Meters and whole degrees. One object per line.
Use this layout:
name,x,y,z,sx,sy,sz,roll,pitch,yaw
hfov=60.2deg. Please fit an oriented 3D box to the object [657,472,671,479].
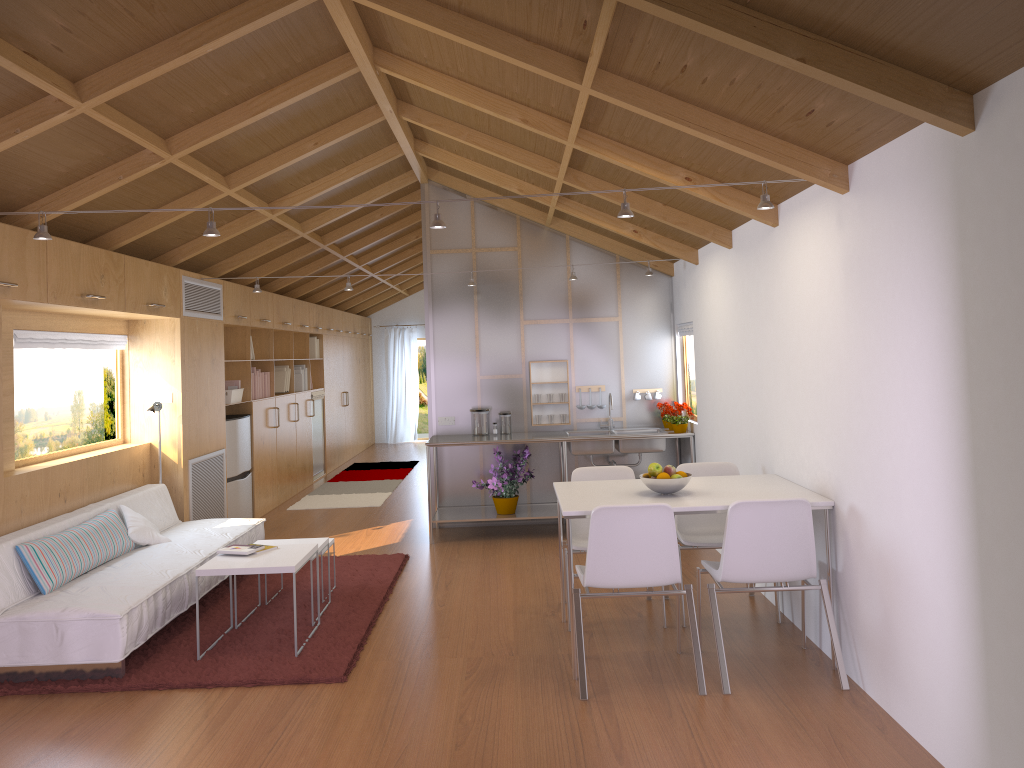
object,0.725,0.457,4.226,0.068,0.068,0.067,-2,0,-24

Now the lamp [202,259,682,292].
lamp,-0.526,-0.843,6.969,3.828,0.153,0.072,-2,-2,0

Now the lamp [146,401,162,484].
lamp,-2.502,0.723,6.298,0.183,1.201,0.253,-1,-3,-24

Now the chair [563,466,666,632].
chair,0.532,0.872,4.870,0.531,0.788,0.545,-2,-1,0

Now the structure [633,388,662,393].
structure,1.158,0.059,7.532,0.250,0.032,0.041,-2,0,0

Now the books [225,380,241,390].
books,-2.523,0.064,7.942,0.150,0.193,0.088,-2,-2,0

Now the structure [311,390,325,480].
structure,-2.527,0.625,10.955,0.315,1.082,0.724,-2,-1,0

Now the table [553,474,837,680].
table,0.841,0.899,4.352,1.209,0.745,0.897,-2,0,0

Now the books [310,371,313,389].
books,-2.537,-0.076,10.766,0.175,0.297,0.279,-2,0,0

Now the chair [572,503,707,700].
chair,0.532,0.902,3.963,0.531,0.788,0.545,-2,-1,0

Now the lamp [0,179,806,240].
lamp,-0.523,-0.737,3.780,3.828,0.153,0.072,-2,-2,0

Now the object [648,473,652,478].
object,0.706,0.446,4.362,0.068,0.068,0.067,-2,0,-24

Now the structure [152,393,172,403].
structure,-2.556,0.102,6.459,0.142,0.071,0.011,-2,-2,0

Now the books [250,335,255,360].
books,-2.549,-0.370,8.359,0.175,0.297,0.279,-2,0,0

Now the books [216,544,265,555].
books,-1.430,0.872,4.659,0.193,0.016,0.152,-1,2,19

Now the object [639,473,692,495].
object,0.747,0.488,4.289,0.254,0.091,0.255,-1,2,42

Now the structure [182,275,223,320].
structure,-2.440,-0.669,6.989,0.013,0.301,0.902,-2,1,0

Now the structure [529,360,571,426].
structure,0.322,0.076,7.513,0.328,0.547,0.076,-2,-3,0

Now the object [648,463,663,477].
object,0.691,0.414,4.267,0.070,0.069,0.077,-2,0,0

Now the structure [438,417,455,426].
structure,-0.558,0.316,7.536,0.142,0.071,0.011,-2,-2,0

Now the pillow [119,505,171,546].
pillow,-2.277,0.871,5.474,0.267,0.252,0.345,-2,0,-36

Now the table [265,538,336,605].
table,-1.293,1.145,5.423,0.342,0.309,0.369,-2,0,0

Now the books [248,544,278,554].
books,-1.378,0.884,4.727,0.193,0.016,0.152,-1,2,29

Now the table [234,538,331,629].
table,-1.294,1.121,5.024,0.424,0.384,0.458,-2,0,0

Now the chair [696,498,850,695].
chair,1.127,0.880,3.964,0.531,0.788,0.545,-2,-1,0

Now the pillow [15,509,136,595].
pillow,-2.354,0.897,4.850,0.171,0.252,1.040,-2,2,0

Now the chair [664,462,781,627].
chair,1.126,0.850,4.872,0.531,0.788,0.545,-2,-1,0

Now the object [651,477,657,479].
object,0.711,0.475,4.295,0.080,0.089,0.078,-2,-1,-41

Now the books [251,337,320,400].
books,-2.536,-0.225,9.804,0.189,0.659,3.105,-2,2,0

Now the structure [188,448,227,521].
structure,-2.381,0.911,6.943,0.013,0.723,0.818,-2,0,0

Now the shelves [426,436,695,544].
shelves,0.389,0.817,7.199,2.092,0.755,0.631,-2,-1,0

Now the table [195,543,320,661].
table,-1.295,1.108,4.565,0.485,0.439,0.524,-2,0,0

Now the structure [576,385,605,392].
structure,0.671,0.041,7.545,0.250,0.051,0.016,-2,-2,0
